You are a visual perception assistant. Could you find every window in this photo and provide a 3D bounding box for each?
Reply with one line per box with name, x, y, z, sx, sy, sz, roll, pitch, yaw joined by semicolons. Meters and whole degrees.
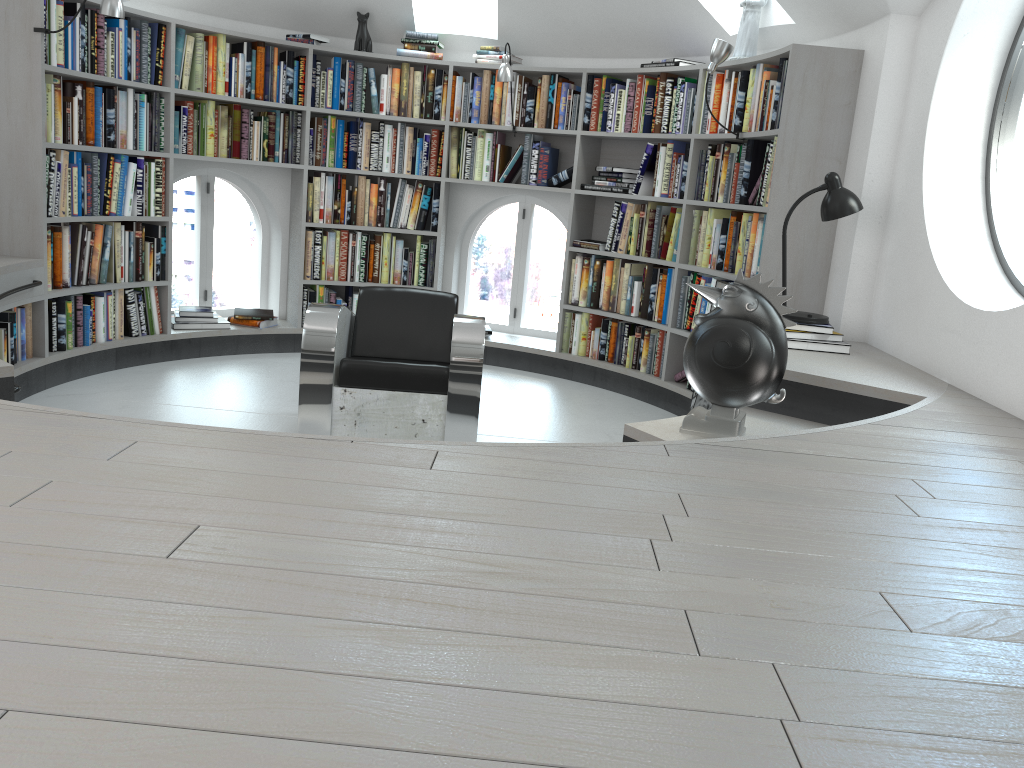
window;2.045;-0.960;3.018;0.104;1.462;1.479;5;12;1
window;-1.035;-0.937;6.403;3.230;1.144;0.621;2;12;-13

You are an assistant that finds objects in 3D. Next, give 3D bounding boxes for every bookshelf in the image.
bookshelf;-0.518;-1.111;5.474;4.333;1.870;2.121;5;12;1

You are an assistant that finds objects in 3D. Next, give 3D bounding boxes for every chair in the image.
chair;-0.564;-0.086;4.371;0.823;0.715;0.745;4;12;-4

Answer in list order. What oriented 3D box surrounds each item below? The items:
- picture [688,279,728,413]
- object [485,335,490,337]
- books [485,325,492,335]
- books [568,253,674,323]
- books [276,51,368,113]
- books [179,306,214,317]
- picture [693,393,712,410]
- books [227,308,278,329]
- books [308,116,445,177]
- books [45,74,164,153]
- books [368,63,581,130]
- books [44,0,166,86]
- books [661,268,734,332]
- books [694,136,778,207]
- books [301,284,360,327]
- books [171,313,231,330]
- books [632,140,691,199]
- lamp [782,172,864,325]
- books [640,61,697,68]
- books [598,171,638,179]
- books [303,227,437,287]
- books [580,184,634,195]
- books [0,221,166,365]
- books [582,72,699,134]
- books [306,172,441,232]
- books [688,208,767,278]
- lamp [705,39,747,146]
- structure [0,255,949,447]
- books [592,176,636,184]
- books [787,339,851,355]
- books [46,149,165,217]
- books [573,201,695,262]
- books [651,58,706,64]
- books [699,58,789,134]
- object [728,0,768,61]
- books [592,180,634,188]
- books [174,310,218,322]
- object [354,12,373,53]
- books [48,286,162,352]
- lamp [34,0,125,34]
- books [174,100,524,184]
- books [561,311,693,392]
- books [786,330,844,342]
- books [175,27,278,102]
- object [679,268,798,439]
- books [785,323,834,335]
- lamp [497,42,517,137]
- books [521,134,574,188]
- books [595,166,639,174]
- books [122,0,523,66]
picture;1.120;-0.100;4.745;0.090;0.858;0.582;3;12;-9
object;-0.294;-0.373;6.479;0.227;0.036;0.214;9;13;17
books;-0.291;-0.402;6.474;0.268;0.029;0.254;3;13;-8
books;0.758;-0.647;5.844;0.875;0.349;0.272;16;16;41
books;-1.304;-2.034;5.999;0.682;0.344;0.266;0;13;-22
books;-2.115;-0.485;5.931;0.213;0.036;0.228;0;14;-22
picture;1.055;0.091;4.601;0.107;0.552;0.492;3;12;-8
books;-1.778;-0.453;6.102;0.318;0.099;0.293;6;13;3
books;-0.945;-1.662;6.209;1.028;0.357;0.302;2;12;-13
books;-2.361;-1.499;4.937;0.303;0.346;1.093;9;13;16
books;-0.236;-1.972;6.098;1.566;0.365;0.396;7;12;7
books;-2.320;-1.870;4.842;0.301;0.359;1.037;9;13;17
books;1.241;-0.421;5.047;0.303;0.357;1.191;1;13;-17
books;1.331;-1.150;4.842;0.279;0.356;1.059;2;13;-13
books;-1.039;-0.554;6.383;1.018;0.305;0.289;2;12;-14
books;-2.121;-0.421;5.944;0.366;0.042;0.390;-3;15;-31
books;1.035;-1.329;5.516;0.256;0.349;0.555;-5;16;-41
lamp;1.351;-0.602;3.911;0.323;0.656;0.234;9;12;16
books;1.030;-1.959;5.515;0.317;0.036;0.338;-4;16;-35
books;0.727;-1.380;5.870;0.214;0.036;0.228;-5;16;-38
books;-0.991;-0.908;6.321;1.031;0.355;0.294;2;12;-14
books;0.718;-1.287;5.888;0.389;0.042;0.366;16;17;40
books;-2.483;-0.534;4.831;0.391;0.691;1.649;7;13;11
books;0.874;-1.763;5.612;0.306;0.365;0.973;-7;17;-44
books;-0.970;-1.284;6.242;0.997;0.349;0.299;2;12;-15
books;1.305;-0.775;4.912;0.275;0.346;1.027;2;13;-13
lamp;1.158;-1.544;4.700;0.275;0.522;0.113;4;11;-8
structure;-0.638;-0.063;4.269;4.716;0.689;4.730;-7;17;-43
books;0.724;-1.349;5.876;0.269;0.031;0.287;-5;16;-38
books;1.279;-0.205;3.997;0.365;0.042;0.390;5;13;1
books;-2.362;-1.121;4.974;0.261;0.357;1.024;9;13;18
books;0.845;-0.999;5.705;0.978;0.350;0.252;17;17;42
books;1.032;-1.987;5.509;0.233;0.027;0.249;-1;14;-26
books;1.364;-1.526;4.779;0.292;0.360;1.020;2;13;-16
object;1.319;-2.020;4.914;0.179;0.470;0.180;7;12;10
books;0.721;-1.319;5.882;0.286;0.031;0.270;14;16;35
books;-2.118;-0.454;5.937;0.269;0.031;0.287;0;14;-22
object;-0.992;-2.366;5.992;0.147;0.263;0.203;5;12;-2
books;-2.441;-0.414;5.184;0.283;0.318;0.922;9;13;19
lamp;-2.125;-1.872;4.371;0.414;0.310;0.117;5;11;-2
books;-1.100;-1.619;5.985;2.528;0.369;0.594;1;13;-18
books;0.882;-0.226;5.682;0.360;0.309;1.504;-4;15;-36
books;1.282;-0.241;3.990;0.286;0.034;0.306;3;13;-9
books;-1.859;-2.006;5.603;0.794;0.371;0.270;-7;17;-44
object;0.737;-0.103;2.946;0.320;0.559;0.322;0;13;-25
books;1.285;-0.272;3.984;0.269;0.031;0.287;8;13;11
lamp;-0.026;-1.927;5.824;0.113;0.563;0.359;7;12;8
books;0.293;-1.514;6.055;0.399;0.339;0.225;10;13;21
books;0.729;-1.410;5.864;0.269;0.031;0.287;1;13;-18
books;-1.289;-2.272;5.656;2.815;0.172;0.752;-2;14;-28
